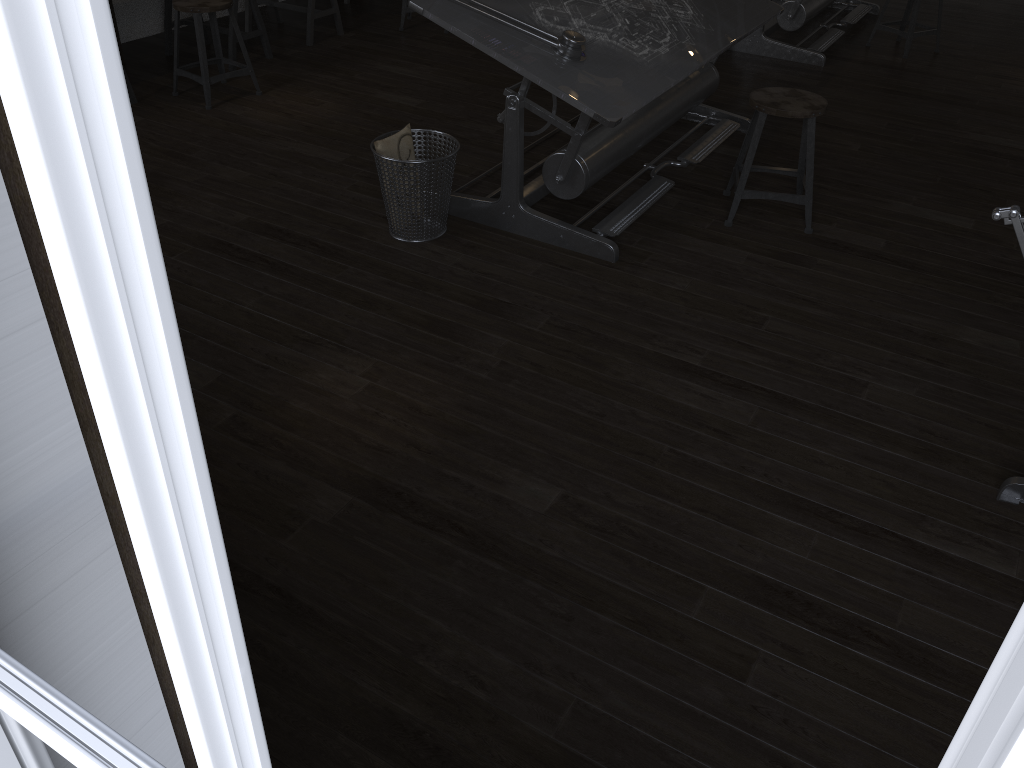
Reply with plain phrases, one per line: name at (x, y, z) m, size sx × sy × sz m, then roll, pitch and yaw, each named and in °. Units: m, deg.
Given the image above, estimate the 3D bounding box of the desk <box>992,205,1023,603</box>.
desk at (1.380, 0.197, 1.622) m, size 1.179 × 1.161 × 1.291 m, roll 20°, pitch 39°, yaw 24°

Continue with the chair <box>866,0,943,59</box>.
chair at (2.779, -2.587, 6.158) m, size 0.374 × 0.515 × 0.365 m, roll -18°, pitch 39°, yaw -26°

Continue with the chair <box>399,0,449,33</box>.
chair at (-0.609, -2.819, 6.320) m, size 0.358 × 0.515 × 0.381 m, roll 4°, pitch 35°, yaw 2°

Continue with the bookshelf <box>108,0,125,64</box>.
bookshelf at (-1.720, -3.473, 6.133) m, size 0.376 × 3.131 × 9.341 m, roll 19°, pitch 39°, yaw 24°

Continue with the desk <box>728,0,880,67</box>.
desk at (2.075, -3.267, 6.344) m, size 1.083 × 1.354 × 2.106 m, roll 20°, pitch 39°, yaw 24°

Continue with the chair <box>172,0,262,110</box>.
chair at (-1.676, -1.855, 4.917) m, size 0.362 × 0.515 × 0.377 m, roll 26°, pitch 41°, yaw 30°

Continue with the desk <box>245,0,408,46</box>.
desk at (-1.243, -2.969, 6.377) m, size 0.660 × 0.653 × 1.698 m, roll 20°, pitch 39°, yaw 23°

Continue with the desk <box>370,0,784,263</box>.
desk at (0.364, -1.591, 3.913) m, size 1.083 × 1.353 × 2.321 m, roll 20°, pitch 39°, yaw 24°

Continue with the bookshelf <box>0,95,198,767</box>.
bookshelf at (-1.521, -0.271, 1.222) m, size 2.490 × 3.634 × 0.420 m, roll 20°, pitch 38°, yaw 24°

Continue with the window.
window at (0.164, -0.126, 0.023) m, size 1.492 × 2.437 × 0.156 m, roll 20°, pitch 38°, yaw 24°

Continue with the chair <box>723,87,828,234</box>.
chair at (1.136, -0.969, 3.811) m, size 0.372 × 0.515 × 0.367 m, roll 7°, pitch 35°, yaw 7°

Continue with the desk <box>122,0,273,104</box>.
desk at (-2.143, -2.087, 5.097) m, size 0.660 × 0.653 × 1.698 m, roll 20°, pitch 39°, yaw 23°
